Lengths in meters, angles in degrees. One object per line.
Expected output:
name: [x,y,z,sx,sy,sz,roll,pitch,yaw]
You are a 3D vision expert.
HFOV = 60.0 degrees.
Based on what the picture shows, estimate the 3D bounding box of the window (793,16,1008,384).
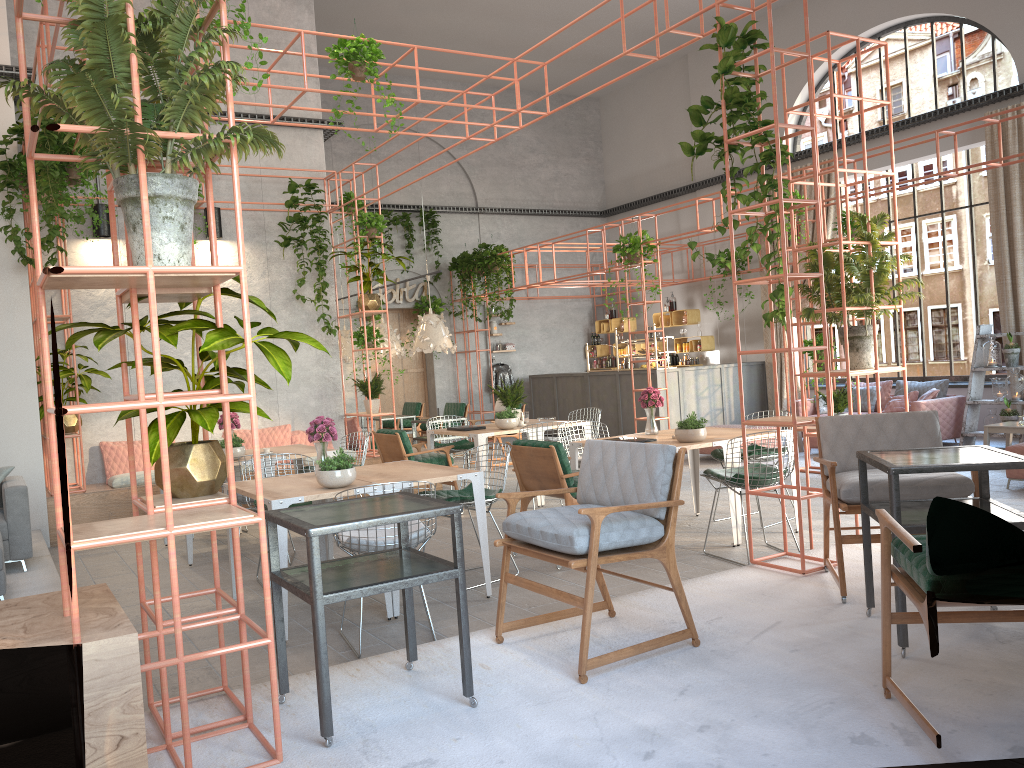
window: [6.109,-2.791,13.885,0.089,5.538,4.127,-5,2,-31]

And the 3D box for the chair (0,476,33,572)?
chair: [-4.400,1.131,6.910,1.127,0.672,1.052,-5,2,-31]

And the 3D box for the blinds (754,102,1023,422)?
blinds: [5.683,-1.518,13.748,0.414,4.389,4.957,-5,2,-29]

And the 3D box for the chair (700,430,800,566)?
chair: [1.743,0.788,6.479,0.565,0.941,0.717,-4,1,-14]

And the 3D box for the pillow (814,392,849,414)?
pillow: [4.866,0.308,13.471,0.500,0.324,0.307,-4,1,5]

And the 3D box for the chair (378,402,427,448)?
chair: [-2.004,0.813,16.179,0.685,0.930,0.722,-5,2,-31]

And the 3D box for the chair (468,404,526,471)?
chair: [-0.219,0.766,13.164,0.685,0.929,0.722,-5,2,-31]

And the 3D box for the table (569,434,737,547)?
table: [1.109,0.872,7.159,0.694,0.830,1.205,-5,2,-31]

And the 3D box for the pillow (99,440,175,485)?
pillow: [-4.190,0.844,10.036,0.839,0.474,0.276,-5,2,-40]

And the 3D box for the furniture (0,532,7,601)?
furniture: [-3.805,1.233,5.709,0.941,0.446,0.975,-5,2,-31]

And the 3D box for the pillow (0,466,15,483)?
pillow: [-4.266,0.850,7.092,0.495,0.349,0.308,-3,2,19]

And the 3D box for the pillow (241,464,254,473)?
pillow: [-3.126,0.955,10.173,0.637,0.149,0.491,-5,2,-30]

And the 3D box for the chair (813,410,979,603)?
chair: [2.055,0.628,4.773,0.722,0.914,0.685,-4,1,9]

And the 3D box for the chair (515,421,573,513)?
chair: [0.310,0.826,8.865,0.565,0.941,0.717,-4,1,-14]

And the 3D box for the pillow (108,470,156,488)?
pillow: [-4.025,1.030,9.639,0.637,0.149,0.491,-5,2,-30]

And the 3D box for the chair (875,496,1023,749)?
chair: [1.653,0.700,2.909,0.722,0.917,0.685,-4,1,9]

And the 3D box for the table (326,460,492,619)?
table: [-0.760,1.013,6.112,0.694,0.830,1.214,-5,2,-31]

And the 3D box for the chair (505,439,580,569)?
chair: [0.430,0.872,6.875,0.685,0.917,0.722,-5,2,-31]

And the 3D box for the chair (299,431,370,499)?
chair: [-1.733,0.969,8.738,0.717,0.941,0.565,-5,2,-34]

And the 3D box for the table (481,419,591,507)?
table: [0.270,0.848,9.903,0.694,0.830,1.214,-5,2,-31]

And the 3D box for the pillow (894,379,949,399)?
pillow: [5.826,0.181,12.697,0.273,0.476,0.836,-5,2,-30]

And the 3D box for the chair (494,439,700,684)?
chair: [0.365,0.753,4.107,0.685,0.929,0.722,-5,2,-31]

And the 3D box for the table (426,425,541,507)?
table: [-0.325,0.898,9.545,0.694,0.830,1.205,-5,2,-31]

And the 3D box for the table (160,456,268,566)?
table: [-2.747,1.099,8.109,0.694,0.830,1.205,-5,2,-31]

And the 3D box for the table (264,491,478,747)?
table: [-0.578,0.894,3.557,0.635,0.798,0.602,-5,2,-31]

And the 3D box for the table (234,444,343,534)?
table: [-2.151,1.049,8.467,0.694,0.830,1.214,-5,2,-31]

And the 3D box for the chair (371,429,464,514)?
chair: [-1.002,0.910,9.262,0.685,0.917,0.722,-5,2,-31]

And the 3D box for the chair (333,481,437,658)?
chair: [-0.719,0.991,5.075,0.565,0.941,0.717,-4,1,-14]

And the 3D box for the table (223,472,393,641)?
table: [-1.354,1.062,5.755,0.694,0.830,1.205,-5,2,-31]

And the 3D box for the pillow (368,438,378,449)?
pillow: [-1.893,0.820,12.207,0.491,0.149,0.637,-5,2,-30]

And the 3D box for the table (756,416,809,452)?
table: [4.024,0.720,12.939,0.520,0.455,0.916,-5,2,-31]

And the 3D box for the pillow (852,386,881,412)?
pillow: [5.240,0.233,13.419,0.289,0.385,0.666,-5,2,-30]

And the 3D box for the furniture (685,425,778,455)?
furniture: [3.030,0.805,12.303,0.941,0.446,0.976,-5,2,-31]

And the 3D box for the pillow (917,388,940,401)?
pillow: [5.722,0.246,12.248,0.308,0.349,0.495,-3,2,19]

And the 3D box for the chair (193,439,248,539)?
chair: [-3.065,1.053,9.022,0.565,0.941,0.717,-5,2,-29]

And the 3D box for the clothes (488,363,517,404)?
clothes: [-0.179,0.061,18.416,0.366,0.997,0.625,-3,2,40]

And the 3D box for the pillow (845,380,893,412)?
pillow: [5.374,0.191,13.483,0.276,0.474,0.839,-5,2,-30]

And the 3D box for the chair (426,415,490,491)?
chair: [-0.643,0.852,10.459,0.565,0.941,0.717,-5,2,-29]

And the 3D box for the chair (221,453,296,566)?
chair: [-2.112,1.027,7.428,0.565,0.941,0.717,-4,1,-14]

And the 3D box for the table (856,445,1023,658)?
table: [1.928,0.714,3.936,0.602,0.798,0.635,-4,1,9]

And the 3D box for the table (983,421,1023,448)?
table: [5.825,0.676,9.898,0.520,0.455,0.916,-5,2,-31]

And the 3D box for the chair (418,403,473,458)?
chair: [-1.121,0.790,14.688,0.685,0.930,0.722,-5,2,-31]

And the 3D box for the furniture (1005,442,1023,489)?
furniture: [5.373,0.743,8.346,0.941,0.446,0.976,-5,2,-31]

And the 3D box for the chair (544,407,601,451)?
chair: [0.689,0.768,10.174,0.717,0.941,0.565,-5,2,-34]

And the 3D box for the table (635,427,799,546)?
table: [1.704,0.822,7.517,0.694,0.830,1.214,-5,2,-31]

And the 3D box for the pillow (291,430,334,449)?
pillow: [-2.525,0.755,10.998,0.666,0.385,0.289,-5,2,-35]

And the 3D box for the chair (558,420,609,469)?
chair: [0.790,0.813,8.072,0.565,0.941,0.717,-5,2,-29]

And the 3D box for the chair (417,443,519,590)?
chair: [-0.340,0.932,6.384,0.717,0.941,0.565,-5,2,-34]

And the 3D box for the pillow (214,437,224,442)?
pillow: [-3.625,0.846,10.346,0.666,0.385,0.289,-5,2,-35]

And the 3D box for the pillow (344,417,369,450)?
pillow: [-2.214,0.665,11.895,0.276,0.474,0.839,-5,2,-40]

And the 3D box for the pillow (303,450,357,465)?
pillow: [-2.253,0.883,10.691,0.637,0.149,0.491,-5,2,-30]

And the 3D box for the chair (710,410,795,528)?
chair: [2.122,0.729,7.788,0.717,0.941,0.565,-5,2,-34]

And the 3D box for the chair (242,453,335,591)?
chair: [-1.672,1.016,6.668,0.565,0.941,0.717,-5,2,-29]

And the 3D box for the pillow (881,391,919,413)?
pillow: [5.540,0.267,12.665,0.479,0.317,0.441,-3,2,41]

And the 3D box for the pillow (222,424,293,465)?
pillow: [-3.069,0.752,10.651,0.839,0.474,0.276,-4,1,-10]
